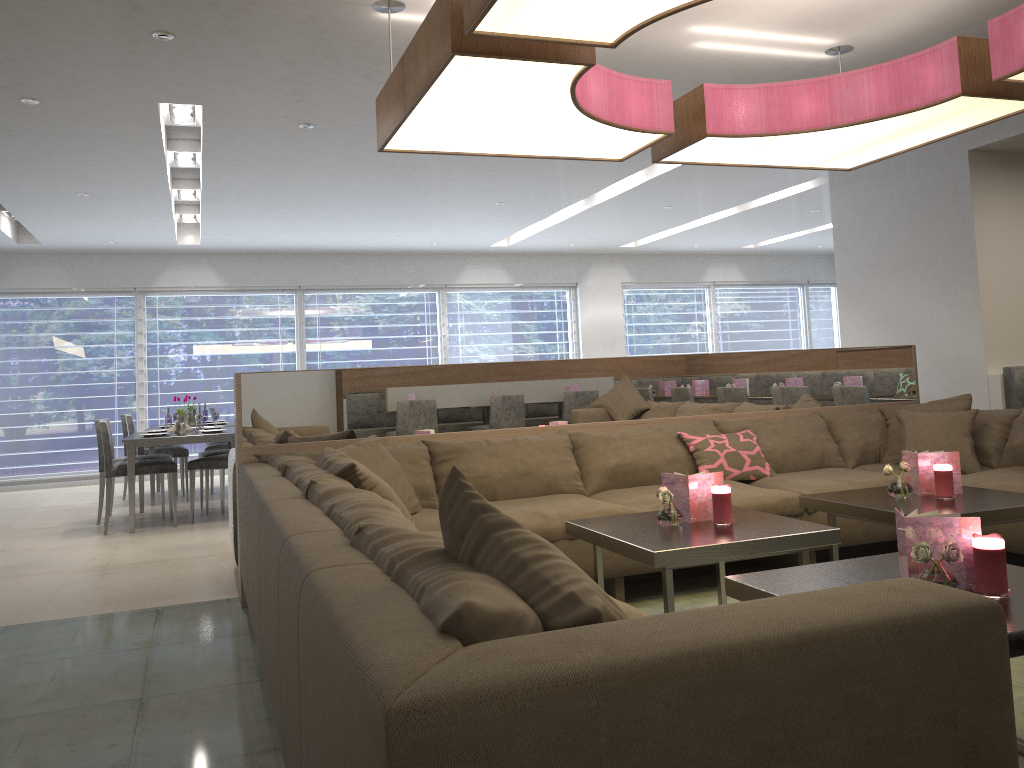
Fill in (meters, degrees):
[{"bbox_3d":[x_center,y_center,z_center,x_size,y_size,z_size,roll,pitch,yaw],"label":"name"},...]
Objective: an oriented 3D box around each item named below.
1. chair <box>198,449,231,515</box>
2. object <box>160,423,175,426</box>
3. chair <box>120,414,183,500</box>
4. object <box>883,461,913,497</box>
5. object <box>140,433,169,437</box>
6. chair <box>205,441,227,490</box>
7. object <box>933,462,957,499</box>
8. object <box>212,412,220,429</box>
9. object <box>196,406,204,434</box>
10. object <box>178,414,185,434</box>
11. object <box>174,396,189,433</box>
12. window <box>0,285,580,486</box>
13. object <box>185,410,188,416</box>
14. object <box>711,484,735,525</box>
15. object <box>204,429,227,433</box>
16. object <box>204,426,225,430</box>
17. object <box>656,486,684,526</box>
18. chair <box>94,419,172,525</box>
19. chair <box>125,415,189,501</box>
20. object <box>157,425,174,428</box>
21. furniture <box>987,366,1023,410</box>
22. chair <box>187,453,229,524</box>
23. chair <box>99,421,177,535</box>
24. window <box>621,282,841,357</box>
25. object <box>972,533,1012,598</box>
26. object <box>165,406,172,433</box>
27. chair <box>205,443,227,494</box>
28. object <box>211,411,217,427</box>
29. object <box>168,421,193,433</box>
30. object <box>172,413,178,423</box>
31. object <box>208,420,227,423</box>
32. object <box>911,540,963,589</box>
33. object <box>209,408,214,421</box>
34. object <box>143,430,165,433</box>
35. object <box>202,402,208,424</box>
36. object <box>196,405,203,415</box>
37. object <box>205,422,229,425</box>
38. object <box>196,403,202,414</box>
[{"bbox_3d":[-2.216,0.606,7.038,0.492,0.766,0.474,-1,-3,-25],"label":"chair"},{"bbox_3d":[-3.197,0.379,8.318,0.217,0.015,0.216,-3,1,-42],"label":"object"},{"bbox_3d":[-3.341,0.650,8.223,0.492,0.766,0.474,-2,-3,-15],"label":"chair"},{"bbox_3d":[1.468,0.360,3.361,0.102,0.132,0.091,-4,-3,35],"label":"object"},{"bbox_3d":[-2.554,0.364,6.322,0.217,0.015,0.216,-3,1,-39],"label":"object"},{"bbox_3d":[-2.663,0.616,8.474,0.492,0.766,0.474,-1,-3,-25],"label":"chair"},{"bbox_3d":[1.593,0.356,3.261,0.075,0.129,0.075,-5,-4,43],"label":"object"},{"bbox_3d":[-2.217,0.283,6.621,0.053,0.140,0.053,-5,-4,28],"label":"object"},{"bbox_3d":[-2.223,0.257,6.293,0.052,0.202,0.052,-4,-4,23],"label":"object"},{"bbox_3d":[-2.427,0.294,6.495,0.053,0.140,0.053,-5,-4,28],"label":"object"},{"bbox_3d":[-2.498,0.228,6.675,0.104,0.278,0.154,-1,-3,-22],"label":"object"},{"bbox_3d":[-2.482,-0.116,10.432,7.106,2.083,0.158,-3,-4,-20],"label":"window"},{"bbox_3d":[-2.930,0.308,7.917,0.053,0.140,0.053,-5,-4,28],"label":"object"},{"bbox_3d":[0.702,0.401,2.954,0.075,0.129,0.075,-5,-4,43],"label":"object"},{"bbox_3d":[-2.191,0.346,6.452,0.217,0.015,0.216,-3,1,-39],"label":"object"},{"bbox_3d":[-2.386,0.351,7.001,0.217,0.015,0.216,-3,1,-39],"label":"object"},{"bbox_3d":[0.525,0.410,2.973,0.100,0.130,0.094,-1,-3,-36],"label":"object"},{"bbox_3d":[-2.893,0.640,6.776,0.492,0.766,0.475,-2,-3,-15],"label":"chair"},{"bbox_3d":[-3.111,0.643,7.747,0.492,0.766,0.474,-1,-3,-25],"label":"chair"},{"bbox_3d":[-3.002,0.374,7.769,0.217,0.015,0.216,-3,1,-42],"label":"object"},{"bbox_3d":[3.011,0.344,2.333,4.259,0.857,5.627,-3,0,-20],"label":"furniture"},{"bbox_3d":[-2.032,0.601,6.497,0.492,0.766,0.475,-3,-3,10],"label":"chair"},{"bbox_3d":[-2.663,0.633,6.301,0.492,0.766,0.474,-1,-3,-25],"label":"chair"},{"bbox_3d":[3.167,-0.401,12.451,3.661,2.084,0.158,-2,-4,-20],"label":"window"},{"bbox_3d":[1.039,0.392,1.921,0.075,0.129,0.075,-5,-3,33],"label":"object"},{"bbox_3d":[-2.632,0.272,6.772,0.052,0.202,0.052,-4,-4,23],"label":"object"},{"bbox_3d":[-2.488,0.612,7.959,0.492,0.766,0.474,-2,-3,-15],"label":"chair"},{"bbox_3d":[-2.410,0.289,7.163,0.053,0.140,0.053,-5,-4,28],"label":"object"},{"bbox_3d":[-2.520,0.317,6.728,0.070,0.100,0.203,-5,-2,40],"label":"object"},{"bbox_3d":[-2.685,0.302,7.065,0.053,0.140,0.053,-5,-4,28],"label":"object"},{"bbox_3d":[-2.834,0.361,8.448,0.217,0.015,0.216,-3,1,-42],"label":"object"},{"bbox_3d":[0.967,0.398,1.919,0.193,0.126,0.095,-3,-2,12],"label":"object"},{"bbox_3d":[-2.913,0.302,8.585,0.053,0.140,0.053,-5,-4,28],"label":"object"},{"bbox_3d":[-2.749,0.369,6.872,0.217,0.015,0.216,-3,1,-39],"label":"object"},{"bbox_3d":[-2.874,0.272,8.280,0.051,0.202,0.052,-5,-5,35],"label":"object"},{"bbox_3d":[-2.409,0.261,6.817,0.052,0.202,0.052,-4,-4,23],"label":"object"},{"bbox_3d":[-2.639,0.356,7.898,0.217,0.015,0.216,-3,1,-42],"label":"object"},{"bbox_3d":[-2.729,0.270,7.718,0.051,0.202,0.052,-5,-5,35],"label":"object"}]
